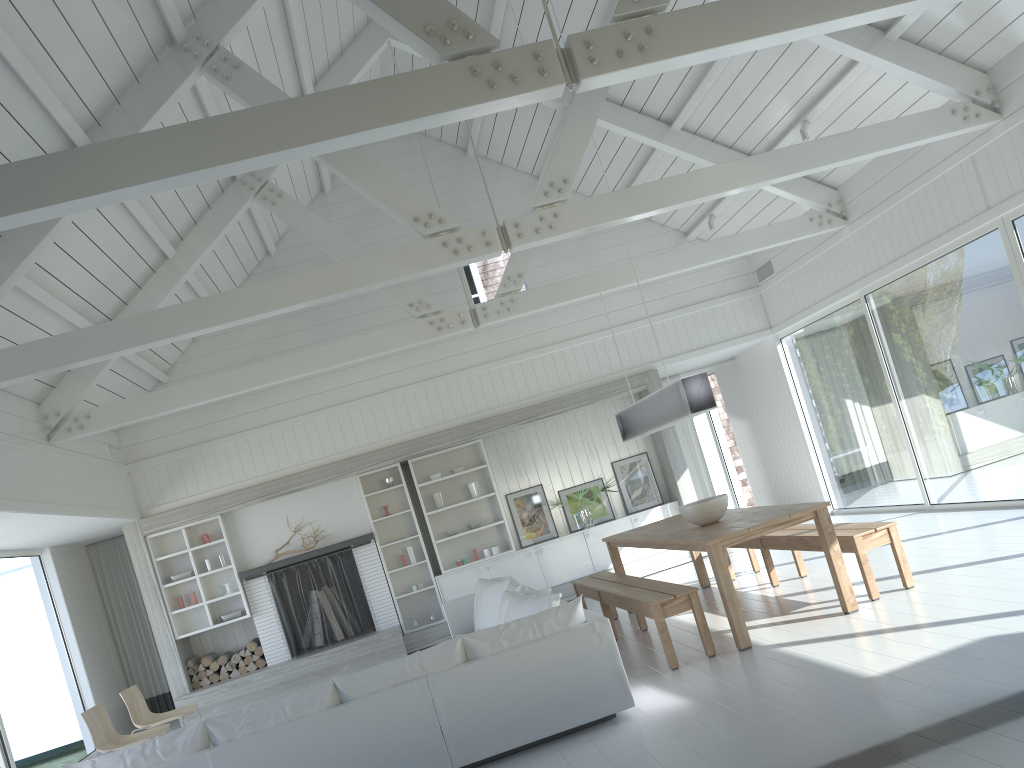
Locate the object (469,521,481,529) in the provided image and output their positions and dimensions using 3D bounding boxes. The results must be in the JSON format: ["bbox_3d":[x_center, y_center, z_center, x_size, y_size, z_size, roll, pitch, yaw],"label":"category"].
[{"bbox_3d":[-0.456,1.769,11.022,0.140,0.066,0.143,-16,-6,-9],"label":"object"}]

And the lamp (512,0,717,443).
[{"bbox_3d":[0.633,-1.664,7.287,0.199,4.233,1.922,-17,-2,-10],"label":"lamp"}]

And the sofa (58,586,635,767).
[{"bbox_3d":[-1.298,2.357,6.835,3.460,0.736,4.176,-16,-7,-9],"label":"sofa"}]

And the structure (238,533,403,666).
[{"bbox_3d":[-2.280,2.656,10.707,1.609,1.283,0.866,-16,-3,-9],"label":"structure"}]

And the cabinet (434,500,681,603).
[{"bbox_3d":[0.622,2.204,11.115,3.167,0.550,0.659,-16,-5,-8],"label":"cabinet"}]

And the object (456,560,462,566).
[{"bbox_3d":[-0.650,2.194,10.816,0.053,0.071,0.055,-15,-4,-30],"label":"object"}]

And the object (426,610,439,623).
[{"bbox_3d":[-0.975,2.831,10.747,0.139,0.130,0.135,-20,-5,33],"label":"object"}]

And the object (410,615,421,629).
[{"bbox_3d":[-1.183,2.891,10.716,0.139,0.130,0.135,-20,-5,33],"label":"object"}]

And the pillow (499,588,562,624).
[{"bbox_3d":[0.102,1.739,6.305,0.462,0.476,1.336,-16,-6,-18],"label":"pillow"}]

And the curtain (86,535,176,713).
[{"bbox_3d":[-4.787,3.099,11.230,0.627,2.365,0.117,-17,-1,-9],"label":"curtain"}]

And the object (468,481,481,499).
[{"bbox_3d":[-0.457,1.311,10.905,0.104,0.196,0.101,-19,-3,36],"label":"object"}]

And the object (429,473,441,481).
[{"bbox_3d":[-0.939,1.148,10.851,0.140,0.066,0.143,-16,-6,-9],"label":"object"}]

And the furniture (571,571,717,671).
[{"bbox_3d":[0.973,1.854,7.167,0.339,0.469,2.708,-16,-7,-10],"label":"furniture"}]

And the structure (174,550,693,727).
[{"bbox_3d":[-0.827,2.975,11.185,6.320,0.345,1.900,-16,-7,-8],"label":"structure"}]

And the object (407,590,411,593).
[{"bbox_3d":[-1.255,2.525,10.733,0.054,0.025,0.055,-16,-6,-9],"label":"object"}]

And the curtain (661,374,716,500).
[{"bbox_3d":[2.253,1.102,12.436,1.002,2.365,0.117,-17,-1,-8],"label":"curtain"}]

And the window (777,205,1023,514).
[{"bbox_3d":[4.470,-0.389,5.968,0.080,2.411,11.040,-17,-7,-10],"label":"window"}]

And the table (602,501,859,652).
[{"bbox_3d":[1.615,1.518,7.279,0.901,0.760,2.979,-16,-7,-10],"label":"table"}]

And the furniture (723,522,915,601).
[{"bbox_3d":[2.392,1.447,7.382,0.339,0.469,2.708,-16,-7,-10],"label":"furniture"}]

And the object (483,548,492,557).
[{"bbox_3d":[-0.299,2.089,10.924,0.093,0.095,0.089,-19,-4,25],"label":"object"}]

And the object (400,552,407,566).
[{"bbox_3d":[-1.328,2.123,10.746,0.054,0.196,0.055,-17,-2,-10],"label":"object"}]

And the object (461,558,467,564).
[{"bbox_3d":[-0.587,2.184,10.852,0.057,0.061,0.058,-15,-5,-32],"label":"object"}]

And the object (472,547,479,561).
[{"bbox_3d":[-0.456,2.076,10.865,0.054,0.196,0.055,-17,-2,-10],"label":"object"}]

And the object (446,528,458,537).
[{"bbox_3d":[-0.730,1.829,10.837,0.140,0.066,0.143,-16,-6,-9],"label":"object"}]

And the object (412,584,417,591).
[{"bbox_3d":[-1.189,2.481,10.745,0.054,0.071,0.055,-16,-3,-10],"label":"object"}]

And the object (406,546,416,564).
[{"bbox_3d":[-1.229,2.087,10.759,0.072,0.210,0.072,-17,-2,-10],"label":"object"}]

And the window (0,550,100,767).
[{"bbox_3d":[-4.442,2.308,5.736,0.080,2.411,8.803,-17,-7,-10],"label":"window"}]

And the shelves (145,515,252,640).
[{"bbox_3d":[-3.656,2.269,10.433,0.861,1.236,0.553,-17,-2,-9],"label":"shelves"}]

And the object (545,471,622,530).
[{"bbox_3d":[0.933,1.462,10.895,0.965,0.628,0.628,-16,-4,-11],"label":"object"}]

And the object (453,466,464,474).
[{"bbox_3d":[-0.665,1.088,11.035,0.140,0.066,0.143,-16,-6,-9],"label":"object"}]

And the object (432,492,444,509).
[{"bbox_3d":[-0.901,1.439,10.838,0.102,0.196,0.103,-17,-2,-9],"label":"object"}]

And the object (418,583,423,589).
[{"bbox_3d":[-1.117,2.466,10.754,0.058,0.061,0.058,-16,-4,-10],"label":"object"}]

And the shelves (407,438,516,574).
[{"bbox_3d":[-0.645,1.532,11.011,0.934,1.440,0.610,-17,-2,-9],"label":"shelves"}]

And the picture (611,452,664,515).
[{"bbox_3d":[1.606,1.271,11.288,0.492,0.702,0.066,-17,-1,-8],"label":"picture"}]

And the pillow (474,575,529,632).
[{"bbox_3d":[-0.080,2.009,7.957,0.458,0.476,2.085,-16,-7,-17],"label":"pillow"}]

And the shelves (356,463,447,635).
[{"bbox_3d":[-1.363,2.024,10.885,0.538,1.995,0.609,-17,-2,-9],"label":"shelves"}]

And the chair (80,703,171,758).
[{"bbox_3d":[-3.005,2.861,6.912,0.552,0.778,0.600,-17,-3,-9],"label":"chair"}]

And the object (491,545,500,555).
[{"bbox_3d":[-0.202,2.044,10.871,0.086,0.111,0.084,-19,-4,26],"label":"object"}]

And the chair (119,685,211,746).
[{"bbox_3d":[-3.054,2.977,7.693,0.552,0.778,0.600,-17,-3,-9],"label":"chair"}]

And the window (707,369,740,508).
[{"bbox_3d":[3.440,0.958,13.929,0.037,2.422,0.953,-17,-2,-10],"label":"window"}]

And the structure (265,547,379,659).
[{"bbox_3d":[-2.239,2.575,10.356,1.092,1.061,0.117,-16,-1,-9],"label":"structure"}]

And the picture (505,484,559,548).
[{"bbox_3d":[0.251,1.659,11.083,0.492,0.702,0.066,-17,-1,-8],"label":"picture"}]

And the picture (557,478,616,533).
[{"bbox_3d":[0.947,1.539,11.195,0.606,0.552,0.054,-16,-1,-8],"label":"picture"}]
